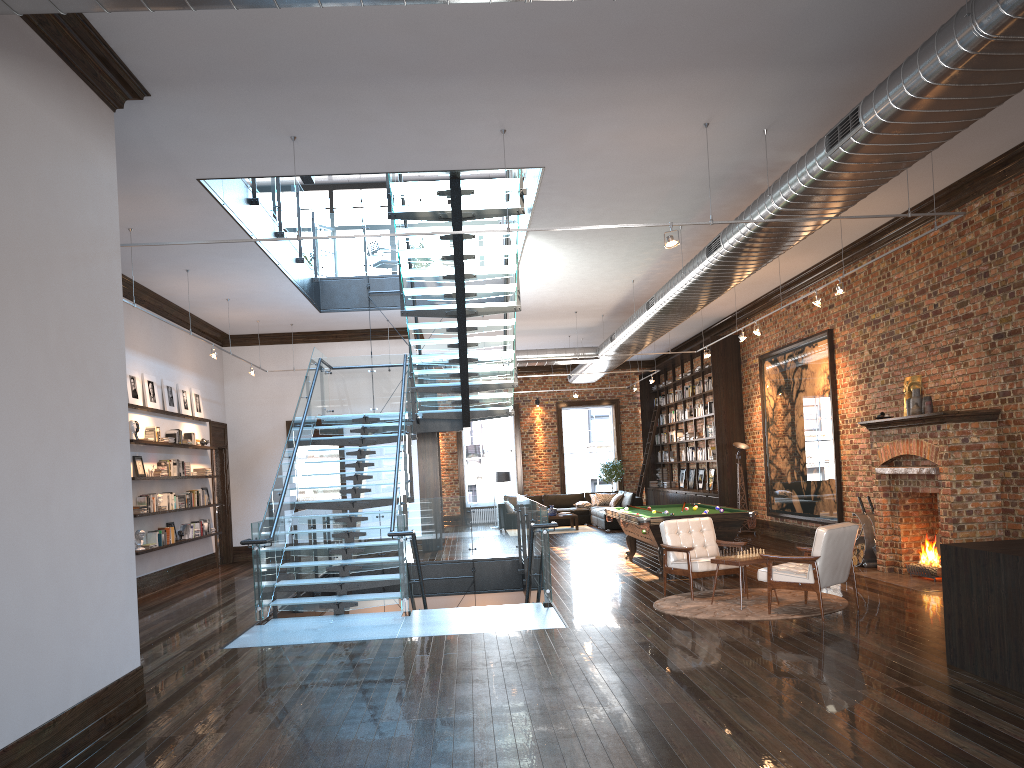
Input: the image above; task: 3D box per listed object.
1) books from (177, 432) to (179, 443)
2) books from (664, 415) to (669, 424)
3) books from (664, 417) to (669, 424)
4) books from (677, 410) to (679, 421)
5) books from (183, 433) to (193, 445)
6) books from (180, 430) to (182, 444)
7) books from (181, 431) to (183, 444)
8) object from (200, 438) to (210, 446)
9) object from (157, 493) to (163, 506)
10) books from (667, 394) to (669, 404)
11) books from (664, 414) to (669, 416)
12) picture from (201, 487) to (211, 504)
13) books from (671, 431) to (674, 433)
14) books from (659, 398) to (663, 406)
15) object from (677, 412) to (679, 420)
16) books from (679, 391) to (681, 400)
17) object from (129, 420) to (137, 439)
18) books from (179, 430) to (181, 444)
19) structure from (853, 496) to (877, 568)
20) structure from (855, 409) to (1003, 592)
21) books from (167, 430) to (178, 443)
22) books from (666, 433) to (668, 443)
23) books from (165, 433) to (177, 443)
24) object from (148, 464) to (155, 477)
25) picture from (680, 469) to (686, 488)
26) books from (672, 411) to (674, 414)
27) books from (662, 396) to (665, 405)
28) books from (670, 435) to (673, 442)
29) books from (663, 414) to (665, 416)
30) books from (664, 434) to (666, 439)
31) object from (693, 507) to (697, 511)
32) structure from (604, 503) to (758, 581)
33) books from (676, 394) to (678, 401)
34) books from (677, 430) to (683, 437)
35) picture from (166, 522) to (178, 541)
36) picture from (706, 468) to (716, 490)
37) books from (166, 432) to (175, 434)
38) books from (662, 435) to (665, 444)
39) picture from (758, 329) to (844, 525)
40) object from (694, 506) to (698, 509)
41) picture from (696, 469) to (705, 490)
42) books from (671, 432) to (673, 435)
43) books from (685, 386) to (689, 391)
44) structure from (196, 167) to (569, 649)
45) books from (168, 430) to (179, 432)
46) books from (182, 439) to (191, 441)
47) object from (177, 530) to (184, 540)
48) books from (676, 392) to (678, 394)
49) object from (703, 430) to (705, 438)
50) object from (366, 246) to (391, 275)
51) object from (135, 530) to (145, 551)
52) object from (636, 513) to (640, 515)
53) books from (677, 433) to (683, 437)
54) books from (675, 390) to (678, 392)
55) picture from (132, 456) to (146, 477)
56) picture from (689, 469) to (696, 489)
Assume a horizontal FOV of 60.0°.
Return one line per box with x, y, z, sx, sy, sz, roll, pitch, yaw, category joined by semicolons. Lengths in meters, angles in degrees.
-5.277;0.843;13.821;0.166;0.180;0.028;-3;-1;-3;books
4.226;0.981;24.107;0.183;0.254;0.046;-3;-1;-3;books
4.230;0.998;24.041;0.185;0.210;0.069;-3;-1;-3;books
4.307;0.808;22.637;0.183;0.313;0.013;-3;-1;-3;books
-5.339;0.912;14.614;0.135;0.200;0.011;-3;-1;-3;books
-5.293;0.840;13.975;0.166;0.218;0.021;-3;-1;-3;books
-5.305;0.849;14.042;0.163;0.214;0.023;-3;-1;-3;books
-5.329;1.003;15.231;0.281;0.135;0.125;0;-4;-36;object
-5.211;1.703;13.075;0.147;0.187;0.127;-4;-2;12;object
4.234;0.412;23.591;0.187;0.279;0.028;-3;-1;-3;books
4.233;0.970;24.134;0.190;0.281;0.006;-3;-1;-3;books
-5.386;1.972;15.616;0.077;0.299;0.301;-3;-3;-3;picture
4.301;1.397;23.406;0.169;0.289;0.026;-3;-1;-3;books
4.166;0.500;24.333;0.235;0.252;0.028;-3;-1;-3;books
4.193;0.823;22.421;0.075;0.254;0.088;-3;-1;-13;object
4.296;0.300;22.307;0.185;0.253;0.030;-3;-1;-3;books
-5.231;0.641;12.220;0.098;0.287;0.098;-4;-1;39;object
-5.300;0.835;13.959;0.162;0.225;0.011;-3;-1;-3;books
4.804;1.945;11.735;0.538;0.917;0.930;-3;-3;-3;structure
4.716;1.328;10.307;0.887;1.902;2.006;-3;-3;-3;structure
-5.286;0.827;13.796;0.156;0.208;0.022;-3;-1;-3;books
4.262;1.464;24.032;0.164;0.277;0.013;-3;-1;-3;books
-5.280;0.845;13.740;0.167;0.161;0.037;-3;-1;-3;books
-5.245;1.261;12.917;0.059;0.187;0.122;-4;-2;32;object
4.428;2.453;23.065;0.112;0.497;0.509;-3;-3;-3;picture
4.279;0.855;23.134;0.171;0.314;0.014;-3;-1;-3;books
4.193;0.464;24.121;0.190;0.279;0.017;-3;-1;-3;books
4.279;1.434;23.327;0.236;0.202;0.046;-3;-1;-3;books
4.219;0.978;24.283;0.184;0.292;0.006;-3;-1;-3;books
4.256;1.491;24.237;0.180;0.263;0.015;-3;-1;-3;books
2.640;1.802;12.811;0.057;0.057;0.057;-3;-3;-3;object
2.309;2.200;12.628;1.552;0.849;2.969;-3;-5;-3;structure
4.274;0.352;22.560;0.187;0.200;0.030;-3;-1;-3;books
4.318;1.348;22.888;0.189;0.287;0.013;-3;-1;-3;books
-5.261;2.291;13.732;0.077;0.299;0.301;-3;-3;-3;picture
4.568;2.190;20.371;0.112;0.497;0.509;-3;-3;-3;picture
-5.298;0.837;13.763;0.126;0.184;0.042;-3;-1;-3;books
4.228;1.518;24.305;0.231;0.224;0.024;-3;-1;-3;books
4.819;0.817;15.020;0.080;2.995;3.212;-3;-3;-3;picture
2.727;1.829;13.140;0.057;0.057;0.057;-6;-4;42;object
4.523;2.275;21.243;0.112;0.497;0.509;-3;-3;-3;picture
4.301;1.406;23.372;0.177;0.263;0.042;-3;-1;-3;books
4.324;0.207;21.723;0.186;0.328;0.069;-3;-1;-3;books
-1.364;0.978;11.868;3.575;14.467;7.062;-3;-1;-3;structure
-5.293;0.832;13.885;0.155;0.217;0.011;-3;-1;-3;books
-5.340;0.921;14.507;0.116;0.021;0.193;-2;-5;-8;books
-5.245;2.395;14.052;0.106;0.151;0.082;-3;-2;-5;object
4.277;0.325;22.623;0.192;0.266;0.016;-3;-1;-3;books
4.332;1.069;19.935;0.069;0.288;0.117;-3;-1;-10;object
-2.361;-2.176;16.280;0.539;0.767;0.521;-2;-3;-33;object
-5.149;2.152;12.227;0.165;0.281;0.171;-2;-2;-34;object
1.695;1.772;11.967;0.057;0.057;0.057;-6;-4;44;object
4.340;1.370;22.836;0.147;0.232;0.036;-3;-1;-3;books
4.286;0.312;22.755;0.166;0.315;0.016;-3;-1;-3;books
-5.249;1.164;12.498;0.077;0.299;0.301;-3;-3;-3;picture
4.479;2.357;22.085;0.112;0.497;0.509;-3;-3;-3;picture
